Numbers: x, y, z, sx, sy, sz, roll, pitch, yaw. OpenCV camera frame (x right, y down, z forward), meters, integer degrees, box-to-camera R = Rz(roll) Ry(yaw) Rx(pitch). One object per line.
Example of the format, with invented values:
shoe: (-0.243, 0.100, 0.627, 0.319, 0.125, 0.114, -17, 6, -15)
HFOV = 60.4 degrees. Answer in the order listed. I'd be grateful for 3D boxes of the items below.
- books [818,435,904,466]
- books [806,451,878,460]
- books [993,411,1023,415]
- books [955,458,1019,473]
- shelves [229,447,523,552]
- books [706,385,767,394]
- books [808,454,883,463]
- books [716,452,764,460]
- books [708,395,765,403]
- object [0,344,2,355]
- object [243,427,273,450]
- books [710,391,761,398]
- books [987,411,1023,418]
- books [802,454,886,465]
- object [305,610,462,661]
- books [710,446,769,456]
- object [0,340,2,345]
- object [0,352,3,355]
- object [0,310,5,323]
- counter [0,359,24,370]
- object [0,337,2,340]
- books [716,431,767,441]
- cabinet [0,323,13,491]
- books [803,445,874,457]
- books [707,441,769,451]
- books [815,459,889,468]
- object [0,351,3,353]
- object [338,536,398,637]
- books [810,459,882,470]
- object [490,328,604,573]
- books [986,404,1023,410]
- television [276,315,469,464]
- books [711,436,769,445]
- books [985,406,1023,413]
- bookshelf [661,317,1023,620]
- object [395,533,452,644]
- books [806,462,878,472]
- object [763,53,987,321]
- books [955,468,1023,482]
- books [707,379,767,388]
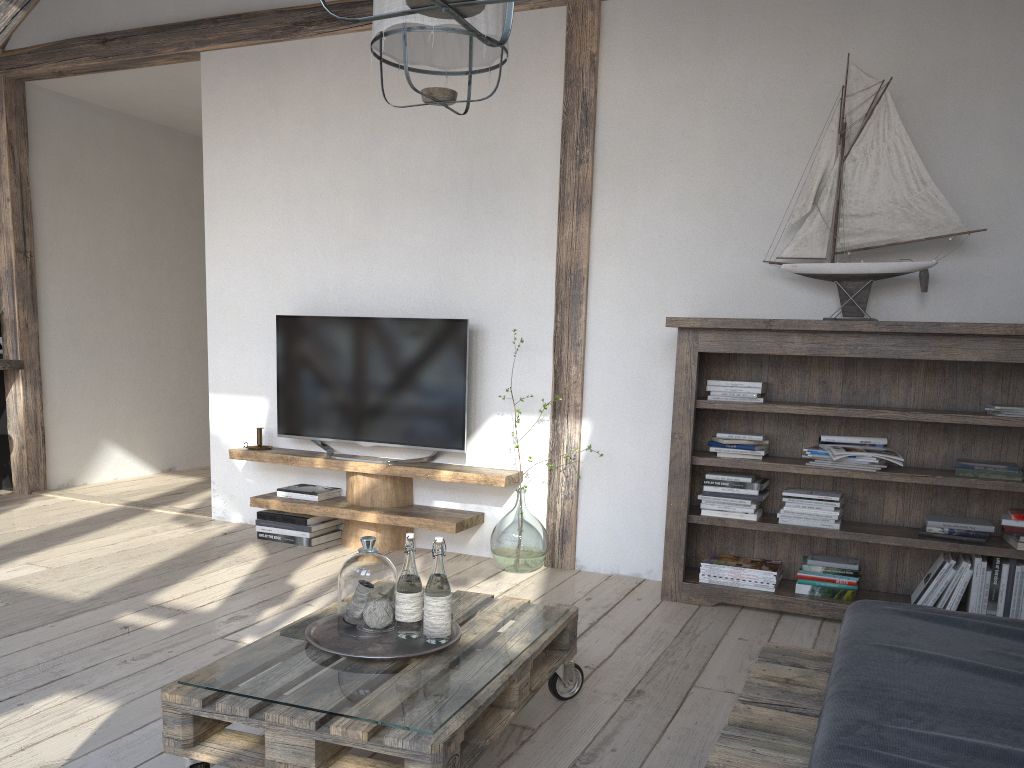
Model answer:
books: (1.353, 0.258, 3.426, 0.261, 0.089, 0.218, 2, 4, 3)
books: (1.315, 0.274, 3.473, 0.256, 0.009, 0.203, 3, 3, 30)
books: (1.908, 0.106, 3.199, 0.257, 0.009, 0.202, 3, 3, 15)
books: (1.776, 0.304, 3.294, 0.203, 0.022, 0.148, 3, 3, 27)
shelves: (-0.742, 0.608, 4.436, 1.596, 0.459, 0.327, 3, 7, 23)
books: (0.928, 0.021, 3.631, 0.218, 0.022, 0.156, 3, 3, 23)
books: (1.318, 0.283, 3.460, 0.256, 0.009, 0.203, 3, 3, 30)
books: (0.951, 0.292, 3.658, 0.184, 0.020, 0.138, 3, 3, 18)
books: (0.929, 0.059, 3.638, 0.219, 0.017, 0.155, 3, 3, 18)
object: (-3.443, -0.274, 5.757, 0.134, 0.168, 0.132, 4, 7, 13)
object: (-1.349, 0.290, 4.701, 0.139, 0.114, 0.137, 2, 5, 6)
books: (0.922, 0.042, 3.617, 0.184, 0.019, 0.138, 3, 3, 23)
books: (1.894, 0.115, 3.205, 0.257, 0.009, 0.202, 3, 3, 18)
books: (1.309, 0.291, 3.471, 0.256, 0.009, 0.203, 4, 3, 40)
object: (-0.327, 0.639, 2.248, 0.391, 0.022, 0.393, 4, 4, 43)
books: (0.947, 0.273, 3.657, 0.218, 0.017, 0.155, 3, 3, 23)
object: (-3.237, -0.242, 5.716, 0.161, 0.086, 0.161, 5, 5, 37)
object: (-3.238, -0.193, 5.725, 0.214, 0.025, 0.212, 1, 3, -19)
object: (-3.259, -0.364, 5.407, 0.250, 0.422, 0.307, -3, 9, -33)
counter: (-4.840, 0.277, 4.264, 2.233, 0.866, 3.774, 3, 3, 24)
object: (-3.236, -0.260, 5.713, 0.161, 0.086, 0.161, 5, 5, 37)
books: (0.953, 0.214, 3.646, 0.184, 0.019, 0.138, 3, 3, 23)
cabinet: (-4.795, -0.564, 4.337, 2.084, 2.548, 4.171, 5, 5, 24)
books: (1.313, 0.265, 3.478, 0.256, 0.009, 0.203, 4, 3, 35)
books: (0.941, 0.253, 3.657, 0.207, 0.021, 0.145, 4, 3, 39)
books: (1.334, 0.302, 3.447, 0.257, 0.009, 0.203, 3, 3, 25)
object: (-3.238, -0.201, 5.723, 0.214, 0.025, 0.211, 2, 3, -9)
object: (-0.376, 0.518, 2.297, 0.156, 0.251, 0.153, 1, 8, -8)
books: (1.321, 0.310, 3.456, 0.257, 0.009, 0.203, 3, 3, 28)
object: (0.167, 0.318, 4.011, 0.515, 1.140, 0.270, 3, 9, 10)
books: (1.890, 0.088, 3.208, 0.257, 0.009, 0.202, 3, 3, 20)
television: (-0.714, 0.025, 4.384, 1.098, 0.719, 0.204, 4, 9, 23)
books: (0.946, 0.233, 3.649, 0.199, 0.021, 0.131, 1, 3, -10)
books: (1.880, 0.096, 3.218, 0.256, 0.009, 0.203, 3, 3, 30)
bookshelf: (1.405, 0.358, 3.432, 1.618, 1.196, 0.343, 4, 9, 23)
object: (-0.224, 0.515, 2.230, 0.153, 0.272, 0.070, 5, 10, 23)
books: (1.313, 0.318, 3.461, 0.256, 0.009, 0.203, 4, 3, 32)
object: (1.363, -0.735, 3.311, 0.785, 1.010, 0.138, 6, 10, 28)
books: (1.785, 0.331, 3.300, 0.218, 0.031, 0.160, 3, 3, 26)
books: (0.932, -0.002, 3.634, 0.218, 0.022, 0.156, 3, 3, 23)
